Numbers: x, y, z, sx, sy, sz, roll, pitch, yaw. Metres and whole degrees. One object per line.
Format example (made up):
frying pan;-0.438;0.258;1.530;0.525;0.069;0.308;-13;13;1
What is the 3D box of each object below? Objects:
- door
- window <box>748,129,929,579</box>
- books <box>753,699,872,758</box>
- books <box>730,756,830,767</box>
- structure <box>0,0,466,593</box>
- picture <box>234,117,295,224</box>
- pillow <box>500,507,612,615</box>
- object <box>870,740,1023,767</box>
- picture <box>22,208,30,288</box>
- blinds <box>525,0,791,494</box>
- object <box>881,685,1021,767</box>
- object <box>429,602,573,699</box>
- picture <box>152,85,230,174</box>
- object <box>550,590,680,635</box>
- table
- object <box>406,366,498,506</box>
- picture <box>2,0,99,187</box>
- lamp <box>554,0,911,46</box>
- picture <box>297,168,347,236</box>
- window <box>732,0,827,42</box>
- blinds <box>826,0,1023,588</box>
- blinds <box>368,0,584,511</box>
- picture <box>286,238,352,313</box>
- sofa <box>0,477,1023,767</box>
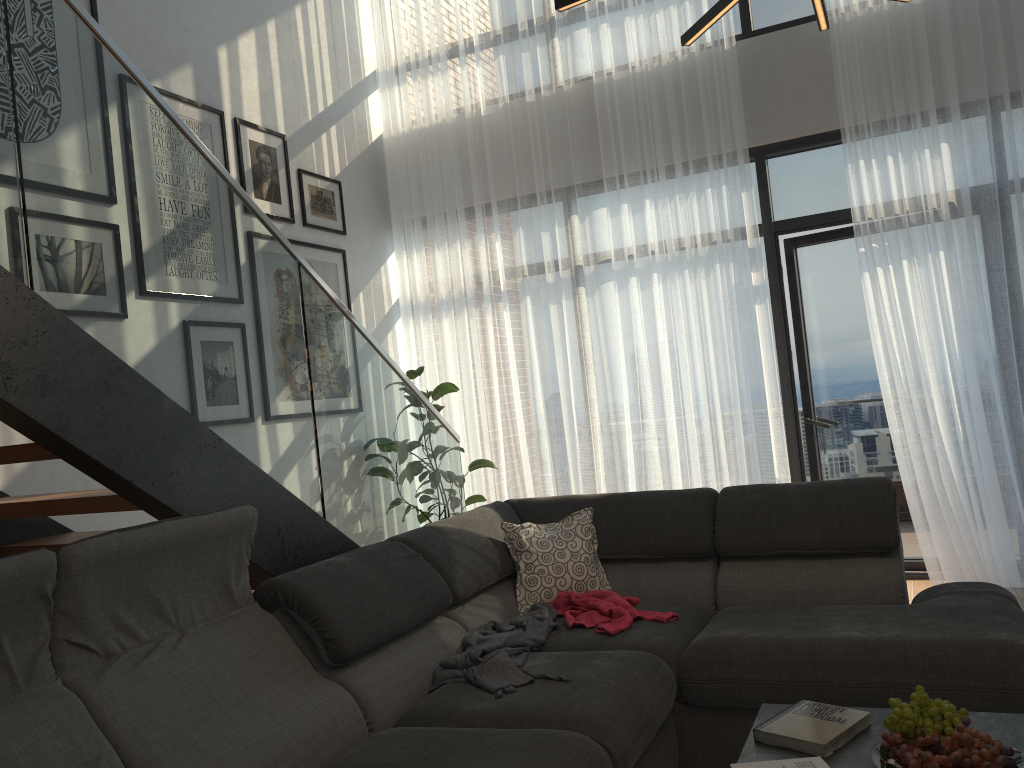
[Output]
door;2.182;0.062;4.954;1.118;1.976;0.206;-7;-1;34
window;1.572;-0.121;5.104;4.808;2.501;0.119;-7;-1;24
books;0.704;0.802;2.076;0.225;0.029;0.179;-5;-2;-43
books;0.560;0.814;1.784;0.199;0.025;0.294;-6;-1;3
structure;-1.984;-0.063;1.703;1.289;3.460;5.660;-7;-1;24
picture;-1.333;-1.141;4.789;0.025;0.504;0.410;-7;-1;24
pillow;-0.359;0.728;2.411;0.386;0.364;2.734;-7;-1;28
object;0.889;0.778;1.808;0.295;0.026;0.295;-6;-1;18
picture;-1.790;-0.476;3.597;0.025;0.410;0.504;-7;-1;24
blinds;0.689;-1.587;5.214;1.374;5.581;0.218;-7;-1;22
object;0.886;0.708;1.801;0.256;0.173;0.279;-7;-1;21
object;-0.042;0.841;2.817;0.411;0.118;0.905;-6;-1;0
picture;-1.558;-0.888;4.214;0.025;0.990;0.654;-7;-1;24
object;0.292;0.785;3.117;0.323;0.077;0.536;-5;-1;-32
table;0.841;0.960;1.835;0.700;0.323;0.700;-7;-1;24
object;-0.524;0.629;5.399;0.528;1.463;0.774;-7;-2;44
picture;-2.170;-1.585;3.036;0.028;1.678;1.785;-7;-1;24
lamp;0.428;-2.643;1.889;1.200;3.645;0.831;-7;-1;34
picture;-1.121;-1.069;5.243;0.025;0.333;0.410;-7;-1;24
window;1.242;-3.203;5.170;4.808;2.500;0.119;-7;-1;24
blinds;2.127;-1.758;4.480;0.858;5.579;0.589;-6;-1;1
blinds;-0.305;-1.472;5.632;1.223;5.581;0.218;-7;-1;22
picture;-1.146;-0.311;4.983;0.025;0.990;0.871;-7;-1;24
sofa;0.238;0.720;2.261;2.108;0.995;3.169;-7;-1;24
